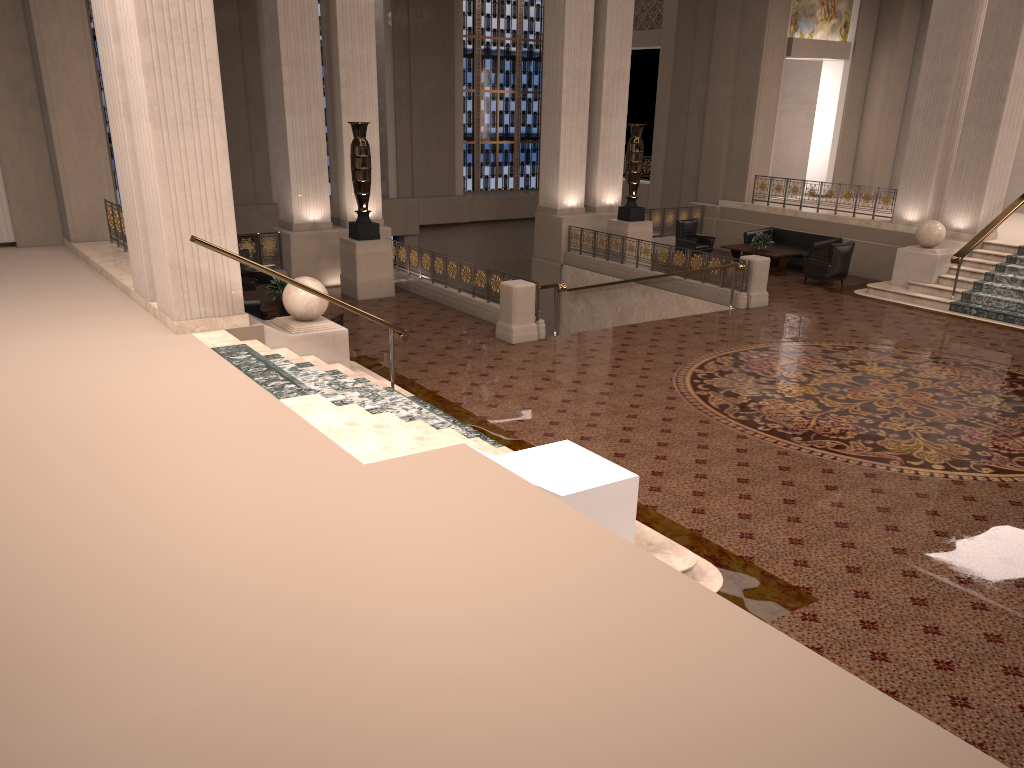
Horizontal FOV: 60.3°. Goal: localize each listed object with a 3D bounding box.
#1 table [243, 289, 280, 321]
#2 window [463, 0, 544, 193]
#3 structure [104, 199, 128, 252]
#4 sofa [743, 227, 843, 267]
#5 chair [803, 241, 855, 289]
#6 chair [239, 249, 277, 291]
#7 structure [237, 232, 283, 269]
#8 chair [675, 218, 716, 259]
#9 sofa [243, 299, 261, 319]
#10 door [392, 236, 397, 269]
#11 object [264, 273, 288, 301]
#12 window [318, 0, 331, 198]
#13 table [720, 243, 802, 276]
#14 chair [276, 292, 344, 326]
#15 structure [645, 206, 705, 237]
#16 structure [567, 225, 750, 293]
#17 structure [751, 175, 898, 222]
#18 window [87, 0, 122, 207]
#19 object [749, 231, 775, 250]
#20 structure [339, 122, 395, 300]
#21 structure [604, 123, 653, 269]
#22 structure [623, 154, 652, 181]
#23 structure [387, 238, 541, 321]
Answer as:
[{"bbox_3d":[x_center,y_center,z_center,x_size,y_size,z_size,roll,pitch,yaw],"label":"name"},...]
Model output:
[{"bbox_3d":[-3.489,-1.036,12.951,0.829,0.454,1.435,-11,22,-33],"label":"table"},{"bbox_3d":[-0.398,-8.246,24.833,2.954,5.583,0.067,-12,26,-31],"label":"window"},{"bbox_3d":[-4.944,-1.933,11.633,0.031,0.651,3.593,-14,23,-32],"label":"structure"},{"bbox_3d":[5.901,-2.844,18.746,0.865,0.736,1.870,-12,23,-33],"label":"sofa"},{"bbox_3d":[6.049,-2.309,16.873,0.640,0.879,0.697,-13,25,-32],"label":"chair"},{"bbox_3d":[-4.239,-1.693,14.256,0.713,0.879,0.626,9,22,19],"label":"chair"},{"bbox_3d":[-5.154,-2.186,15.014,2.507,0.682,0.031,-10,25,-31],"label":"structure"},{"bbox_3d":[4.008,-3.168,19.395,0.638,0.879,0.699,-15,26,-36],"label":"chair"},{"bbox_3d":[-4.251,-1.029,12.425,0.865,0.736,1.870,-12,23,-33],"label":"sofa"},{"bbox_3d":[-3.802,-2.722,24.245,1.474,2.838,0.150,-12,26,-31],"label":"door"},{"bbox_3d":[-3.334,-1.413,12.752,0.502,0.392,0.504,1,20,-2],"label":"object"},{"bbox_3d":[-4.781,-7.462,22.103,2.954,5.583,0.067,-12,26,-31],"label":"window"},{"bbox_3d":[5.138,-2.578,18.322,0.829,0.454,1.435,-11,22,-33],"label":"table"},{"bbox_3d":[-2.646,-0.809,11.628,0.645,0.879,0.692,7,22,15],"label":"chair"},{"bbox_3d":[3.518,-3.736,20.413,2.507,0.682,0.031,-10,25,-31],"label":"structure"},{"bbox_3d":[2.561,-2.431,16.673,0.078,0.560,4.803,-14,23,-33],"label":"structure"},{"bbox_3d":[6.563,-3.989,18.798,0.031,0.651,3.593,-14,23,-32],"label":"structure"},{"bbox_3d":[-9.019,-6.704,19.465,2.954,5.583,0.067,-12,26,-31],"label":"window"},{"bbox_3d":[5.141,-2.965,18.141,0.502,0.392,0.504,1,20,-2],"label":"object"},{"bbox_3d":[-2.488,-2.898,14.821,0.692,2.905,0.680,-13,26,-31],"label":"structure"},{"bbox_3d":[2.436,-3.778,17.886,0.692,2.905,0.680,-13,26,-31],"label":"structure"},{"bbox_3d":[3.084,-5.816,23.692,0.030,0.696,2.096,-14,24,-32],"label":"structure"},{"bbox_3d":[-0.954,-1.803,14.485,0.078,0.560,4.800,-14,23,-32],"label":"structure"}]
